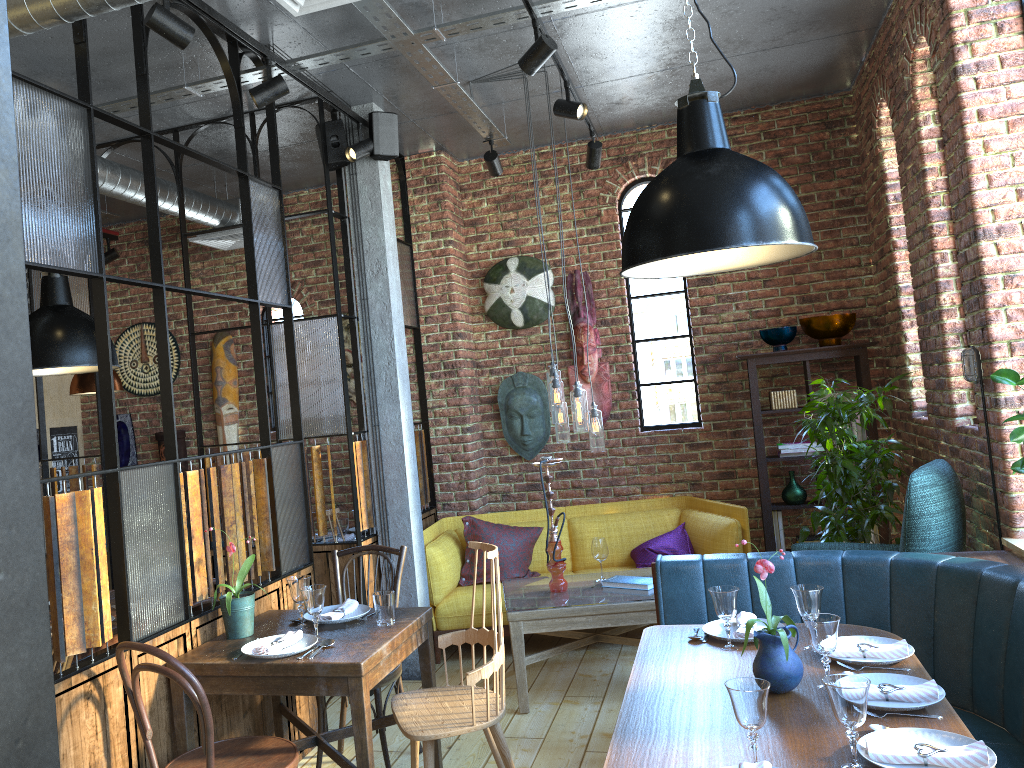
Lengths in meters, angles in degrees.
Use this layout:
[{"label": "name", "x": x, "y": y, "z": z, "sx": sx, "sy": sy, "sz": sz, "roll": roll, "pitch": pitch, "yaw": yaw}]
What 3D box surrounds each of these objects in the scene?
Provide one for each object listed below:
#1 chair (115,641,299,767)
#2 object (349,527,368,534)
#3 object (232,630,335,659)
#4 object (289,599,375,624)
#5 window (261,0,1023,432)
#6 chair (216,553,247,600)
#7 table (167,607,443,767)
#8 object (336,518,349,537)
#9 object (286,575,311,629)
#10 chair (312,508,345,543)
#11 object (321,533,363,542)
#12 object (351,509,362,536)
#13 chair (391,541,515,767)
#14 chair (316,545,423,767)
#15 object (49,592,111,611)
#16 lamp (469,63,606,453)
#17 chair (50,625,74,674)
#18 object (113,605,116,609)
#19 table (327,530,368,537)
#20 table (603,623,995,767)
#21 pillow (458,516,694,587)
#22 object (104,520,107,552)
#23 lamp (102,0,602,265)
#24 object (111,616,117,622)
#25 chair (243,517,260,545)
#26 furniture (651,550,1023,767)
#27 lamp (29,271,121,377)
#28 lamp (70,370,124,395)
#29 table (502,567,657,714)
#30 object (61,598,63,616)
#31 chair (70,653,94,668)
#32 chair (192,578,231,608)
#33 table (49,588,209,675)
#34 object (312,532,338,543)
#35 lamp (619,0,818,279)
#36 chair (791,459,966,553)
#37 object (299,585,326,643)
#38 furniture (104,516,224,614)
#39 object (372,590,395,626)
[{"label": "chair", "x": -0.945, "y": 1.218, "z": 2.817, "sx": 0.457, "sy": 0.922, "sz": 0.524, "roll": -7, "pitch": -3, "yaw": 37}, {"label": "object", "x": -0.996, "y": 0.977, "z": 5.996, "sx": 0.334, "sy": 0.051, "sz": 0.261, "roll": -6, "pitch": -1, "yaw": 19}, {"label": "object", "x": -0.805, "y": 0.917, "z": 3.111, "sx": 0.334, "sy": 0.051, "sz": 0.261, "roll": -6, "pitch": -1, "yaw": 19}, {"label": "object", "x": -0.719, "y": 0.915, "z": 3.539, "sx": 0.334, "sy": 0.051, "sz": 0.261, "roll": -6, "pitch": -1, "yaw": 19}, {"label": "window", "x": 1.116, "y": -0.521, "z": 3.552, "sx": 3.343, "sy": 2.432, "sz": 8.762, "roll": -5, "pitch": -1, "yaw": -20}, {"label": "chair", "x": -1.508, "y": 1.291, "z": 4.181, "sx": 0.523, "sy": 0.916, "sz": 0.403, "roll": -6, "pitch": -2, "yaw": 1}, {"label": "table", "x": -0.736, "y": 1.304, "z": 3.325, "sx": 0.769, "sy": 0.728, "sz": 0.731, "roll": -6, "pitch": -2, "yaw": 15}, {"label": "object", "x": -1.114, "y": 0.950, "z": 5.810, "sx": 0.080, "sy": 0.120, "sz": 0.088, "roll": -3, "pitch": -3, "yaw": -43}, {"label": "object", "x": -0.827, "y": 0.853, "z": 3.446, "sx": 0.097, "sy": 0.192, "sz": 0.099, "roll": -5, "pitch": -2, "yaw": -9}, {"label": "chair", "x": -1.094, "y": 1.230, "z": 5.207, "sx": 0.539, "sy": 1.007, "sz": 0.448, "roll": -6, "pitch": -2, "yaw": 2}, {"label": "object", "x": -1.052, "y": 0.976, "z": 5.542, "sx": 0.334, "sy": 0.051, "sz": 0.261, "roll": -6, "pitch": -1, "yaw": 19}, {"label": "object", "x": -0.977, "y": 0.899, "z": 5.662, "sx": 0.103, "sy": 0.192, "sz": 0.094, "roll": -7, "pitch": -3, "yaw": 36}, {"label": "chair", "x": -0.213, "y": 1.118, "z": 3.227, "sx": 0.442, "sy": 1.007, "sz": 0.545, "roll": -5, "pitch": -2, "yaw": -14}, {"label": "chair", "x": -0.657, "y": 1.206, "z": 3.845, "sx": 0.412, "sy": 0.916, "sz": 0.512, "roll": -6, "pitch": -2, "yaw": 9}, {"label": "object", "x": -2.164, "y": 1.064, "z": 4.359, "sx": 0.277, "sy": 0.051, "sz": 0.315, "roll": -6, "pitch": -1, "yaw": 18}, {"label": "lamp", "x": 0.134, "y": -0.671, "z": 4.829, "sx": 0.525, "sy": 2.123, "sz": 0.275, "roll": -8, "pitch": -4, "yaw": 40}, {"label": "chair", "x": -1.771, "y": 1.300, "z": 3.067, "sx": 0.538, "sy": 0.916, "sz": 0.392, "roll": -6, "pitch": -3, "yaw": 20}, {"label": "object", "x": -1.752, "y": 1.024, "z": 4.243, "sx": 0.277, "sy": 0.051, "sz": 0.315, "roll": -6, "pitch": -1, "yaw": 18}, {"label": "table", "x": -1.023, "y": 1.367, "z": 5.760, "sx": 0.769, "sy": 0.728, "sz": 0.731, "roll": -6, "pitch": -2, "yaw": 15}, {"label": "table", "x": 0.750, "y": 1.182, "z": 2.371, "sx": 0.843, "sy": 0.662, "sz": 1.500, "roll": -6, "pitch": -1, "yaw": 14}, {"label": "pillow", "x": 0.391, "y": 1.012, "z": 5.666, "sx": 1.508, "sy": 0.454, "sz": 0.396, "roll": -6, "pitch": -2, "yaw": 5}, {"label": "object", "x": -2.701, "y": 1.074, "z": 5.969, "sx": 0.146, "sy": 0.427, "sz": 0.203, "roll": -5, "pitch": -2, "yaw": -7}, {"label": "lamp", "x": -3.109, "y": -1.166, "z": 3.608, "sx": 6.423, "sy": 0.274, "sz": 7.039, "roll": -6, "pitch": -1, "yaw": 15}, {"label": "object", "x": -1.845, "y": 1.026, "z": 3.804, "sx": 0.277, "sy": 0.051, "sz": 0.315, "roll": -6, "pitch": -1, "yaw": 18}, {"label": "chair", "x": -1.486, "y": 1.314, "z": 5.875, "sx": 0.507, "sy": 0.916, "sz": 0.416, "roll": -5, "pitch": -3, "yaw": -20}, {"label": "furniture", "x": 1.006, "y": 1.075, "z": 2.282, "sx": 1.399, "sy": 0.823, "sz": 2.545, "roll": -6, "pitch": -1, "yaw": 14}, {"label": "lamp", "x": -2.185, "y": -0.718, "z": 4.182, "sx": 0.550, "sy": 1.328, "sz": 0.508, "roll": -7, "pitch": -3, "yaw": 28}, {"label": "lamp", "x": -3.049, "y": -0.599, "z": 6.367, "sx": 0.374, "sy": 1.337, "sz": 0.362, "roll": -6, "pitch": -3, "yaw": 8}, {"label": "table", "x": 0.449, "y": 1.321, "z": 4.633, "sx": 0.938, "sy": 0.509, "sz": 0.747, "roll": -5, "pitch": -1, "yaw": 1}, {"label": "object", "x": -1.988, "y": 1.005, "z": 3.924, "sx": 0.084, "sy": 0.120, "sz": 0.084, "roll": -5, "pitch": -2, "yaw": -2}, {"label": "chair", "x": -2.377, "y": 1.377, "z": 4.437, "sx": 0.538, "sy": 0.916, "sz": 0.392, "roll": -6, "pitch": -3, "yaw": 20}, {"label": "chair", "x": -1.428, "y": 1.277, "z": 3.685, "sx": 0.573, "sy": 0.922, "sz": 0.419, "roll": -7, "pitch": -3, "yaw": 32}, {"label": "table", "x": -1.964, "y": 1.431, "z": 4.087, "sx": 0.746, "sy": 0.728, "sz": 1.004, "roll": -6, "pitch": -2, "yaw": 15}, {"label": "object", "x": -1.291, "y": 1.002, "z": 5.815, "sx": 0.277, "sy": 0.051, "sz": 0.315, "roll": -6, "pitch": -1, "yaw": 18}, {"label": "lamp", "x": 0.506, "y": -0.998, "z": 2.500, "sx": 0.551, "sy": 1.328, "sz": 0.506, "roll": -7, "pitch": -3, "yaw": 33}, {"label": "chair", "x": 1.489, "y": 0.917, "z": 3.993, "sx": 1.078, "sy": 1.099, "sz": 0.771, "roll": -7, "pitch": -3, "yaw": 39}, {"label": "object", "x": -0.718, "y": 0.839, "z": 3.216, "sx": 0.095, "sy": 0.192, "sz": 0.102, "roll": -4, "pitch": -3, "yaw": -27}, {"label": "furniture", "x": -3.021, "y": 1.519, "z": 6.528, "sx": 1.480, "sy": 0.823, "sz": 1.453, "roll": -6, "pitch": -1, "yaw": 15}, {"label": "object", "x": -0.484, "y": 0.855, "z": 3.356, "sx": 0.085, "sy": 0.120, "sz": 0.083, "roll": -6, "pitch": -2, "yaw": 5}]
